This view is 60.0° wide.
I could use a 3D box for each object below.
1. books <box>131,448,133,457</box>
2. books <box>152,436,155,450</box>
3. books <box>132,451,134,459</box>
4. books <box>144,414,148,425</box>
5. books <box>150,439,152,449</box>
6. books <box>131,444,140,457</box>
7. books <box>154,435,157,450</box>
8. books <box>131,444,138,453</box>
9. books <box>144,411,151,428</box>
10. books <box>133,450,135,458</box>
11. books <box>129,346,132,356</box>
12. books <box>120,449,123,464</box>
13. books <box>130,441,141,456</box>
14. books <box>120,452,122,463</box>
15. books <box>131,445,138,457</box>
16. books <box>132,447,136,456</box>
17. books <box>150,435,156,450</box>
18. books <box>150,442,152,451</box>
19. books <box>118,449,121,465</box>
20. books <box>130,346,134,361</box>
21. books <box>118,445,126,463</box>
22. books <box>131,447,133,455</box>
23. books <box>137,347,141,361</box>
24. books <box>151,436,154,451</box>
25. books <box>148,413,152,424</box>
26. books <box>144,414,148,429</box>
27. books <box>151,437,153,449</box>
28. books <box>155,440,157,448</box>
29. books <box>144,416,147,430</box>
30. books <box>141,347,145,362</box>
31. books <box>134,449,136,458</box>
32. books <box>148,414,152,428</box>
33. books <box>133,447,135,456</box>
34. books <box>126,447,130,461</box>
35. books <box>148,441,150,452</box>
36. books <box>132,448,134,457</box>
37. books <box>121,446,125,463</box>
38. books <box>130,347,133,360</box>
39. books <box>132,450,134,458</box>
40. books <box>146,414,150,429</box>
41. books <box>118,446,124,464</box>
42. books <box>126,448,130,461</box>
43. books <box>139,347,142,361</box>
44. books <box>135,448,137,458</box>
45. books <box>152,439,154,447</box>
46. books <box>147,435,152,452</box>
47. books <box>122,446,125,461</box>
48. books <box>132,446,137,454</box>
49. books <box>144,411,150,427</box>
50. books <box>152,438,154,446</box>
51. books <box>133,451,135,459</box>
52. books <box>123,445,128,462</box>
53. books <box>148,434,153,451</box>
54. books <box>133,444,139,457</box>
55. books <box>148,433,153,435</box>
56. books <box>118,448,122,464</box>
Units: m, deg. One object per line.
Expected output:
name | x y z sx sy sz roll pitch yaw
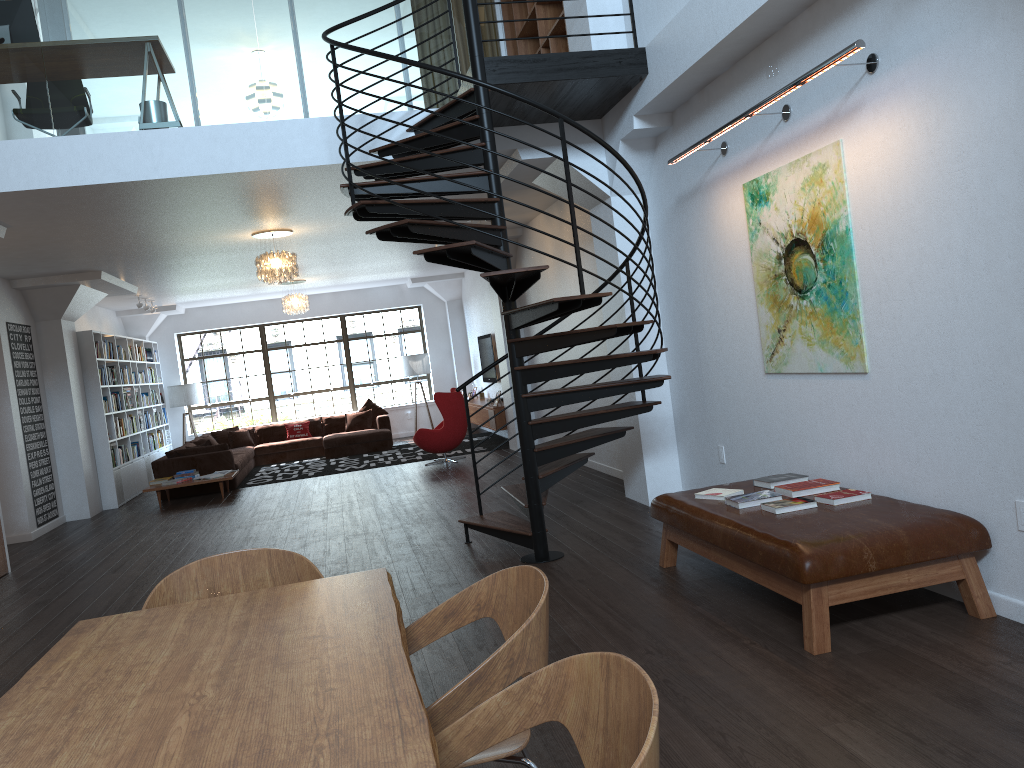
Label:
books | -5.772 1.051 13.322 0.128 0.178 0.022 -8 2 -11
books | -6.100 1.005 14.867 0.174 0.240 0.045 -8 2 -12
books | -5.790 1.049 13.367 0.134 0.184 0.030 -8 2 -11
books | -6.085 0.626 14.551 0.182 0.255 0.077 -8 2 -11
books | -6.038 1.014 14.637 0.161 0.223 0.026 -8 2 -12
books | -5.865 1.035 13.760 0.146 0.202 0.027 -8 2 -11
books | -6.122 0.994 14.987 0.180 0.259 0.060 -8 2 -12
books | -5.847 1.037 13.652 0.146 0.202 0.027 -8 2 -11
books | -6.132 0.606 14.759 0.176 0.293 0.125 -8 2 -11
books | -5.791 1.061 13.450 0.110 0.153 0.018 -8 2 -11
books | -6.163 -0.478 14.153 0.160 0.251 0.031 -8 2 -11
books | -5.629 1.045 12.607 0.161 0.223 0.030 -8 2 -12
books | -5.887 1.020 13.842 0.140 0.231 0.042 -8 2 -11
books | -5.629 1.038 12.575 0.161 0.223 0.033 -8 2 -11
books | -5.835 1.042 13.621 0.139 0.191 0.036 -8 2 -11
books | -5.801 1.053 13.520 0.107 0.167 0.017 -8 2 -11
books | -6.098 0.997 14.907 0.183 0.253 0.034 -8 2 -12
books | -6.037 1.001 14.611 0.160 0.250 0.026 -8 2 -12
books | -5.608 1.038 12.490 0.161 0.223 0.032 -8 2 -11
books | -6.173 -0.480 14.218 0.160 0.251 0.039 -8 2 -11
books | -5.682 1.019 12.789 0.180 0.259 0.042 -8 2 -11
books | -5.778 1.051 13.343 0.128 0.178 0.021 -8 2 -11
books | -6.279 -0.484 14.748 0.171 0.246 0.057 -8 2 -11
books | -6.068 0.999 14.749 0.183 0.253 0.034 -8 2 -12
books | -6.156 0.625 14.899 0.170 0.251 0.118 -8 2 -11
books | -6.070 0.631 14.513 0.174 0.243 0.085 -8 2 -11
books | -6.065 1.000 14.715 0.183 0.253 0.034 -8 2 -12
books | -6.131 1.011 15.055 0.161 0.223 0.027 -8 2 -12
books | -6.052 0.627 14.413 0.182 0.255 0.077 -8 2 -11
books | -6.328 -0.491 14.995 0.183 0.253 0.034 -8 2 -11
books | -5.795 1.056 13.496 0.106 0.162 0.032 -8 2 -11
books | -6.141 0.629 14.847 0.174 0.242 0.105 -8 2 -11
books | -5.796 1.055 13.469 0.120 0.167 0.020 -8 2 -11
books | -5.713 1.041 13.021 0.161 0.207 0.135 -8 2 -12
books | -6.012 1.017 14.484 0.161 0.223 0.026 -8 2 -12
books | -5.789 1.053 13.414 0.109 0.171 0.018 -8 2 -11
books | -5.660 1.025 12.713 0.171 0.246 0.039 -8 2 -11
books | -6.159 -0.467 14.185 0.161 0.223 0.032 -8 2 -11
books | -5.794 1.051 13.393 0.128 0.178 0.022 -8 2 -11
books | -6.084 0.626 14.599 0.182 0.253 0.098 -8 2 -11
books | -5.650 1.021 12.640 0.183 0.253 0.042 -8 2 -11
books | -5.711 1.028 12.964 0.174 0.236 0.142 -8 2 -12
books | -6.298 -0.488 14.828 0.183 0.253 0.034 -8 2 -11
books | -5.820 1.051 13.567 0.126 0.173 0.032 -8 2 -11
books | -6.079 1.002 14.793 0.171 0.246 0.057 -8 2 -12
books | -6.045 0.987 14.562 0.198 0.284 0.066 -8 2 -12
books | -5.671 1.023 12.751 0.160 0.251 0.039 -8 2 -11
books | -5.825 1.048 13.593 0.128 0.178 0.021 -8 2 -11
books | -6.124 0.609 14.697 0.197 0.290 0.136 -8 2 -11
books | -6.084 1.013 14.835 0.161 0.223 0.027 -8 2 -12
books | -5.786 1.061 13.433 0.110 0.153 0.019 -8 2 -11
books | -5.693 1.020 12.875 0.183 0.253 0.042 -8 2 -11
books | -6.059 0.982 14.672 0.176 0.290 0.053 -8 2 -12
books | -5.844 1.035 13.680 0.146 0.202 0.027 -8 2 -11
books | -6.116 0.979 14.939 0.176 0.290 0.036 -8 2 -12
books | -5.627 1.035 12.531 0.176 0.231 0.053 -8 2 -11
